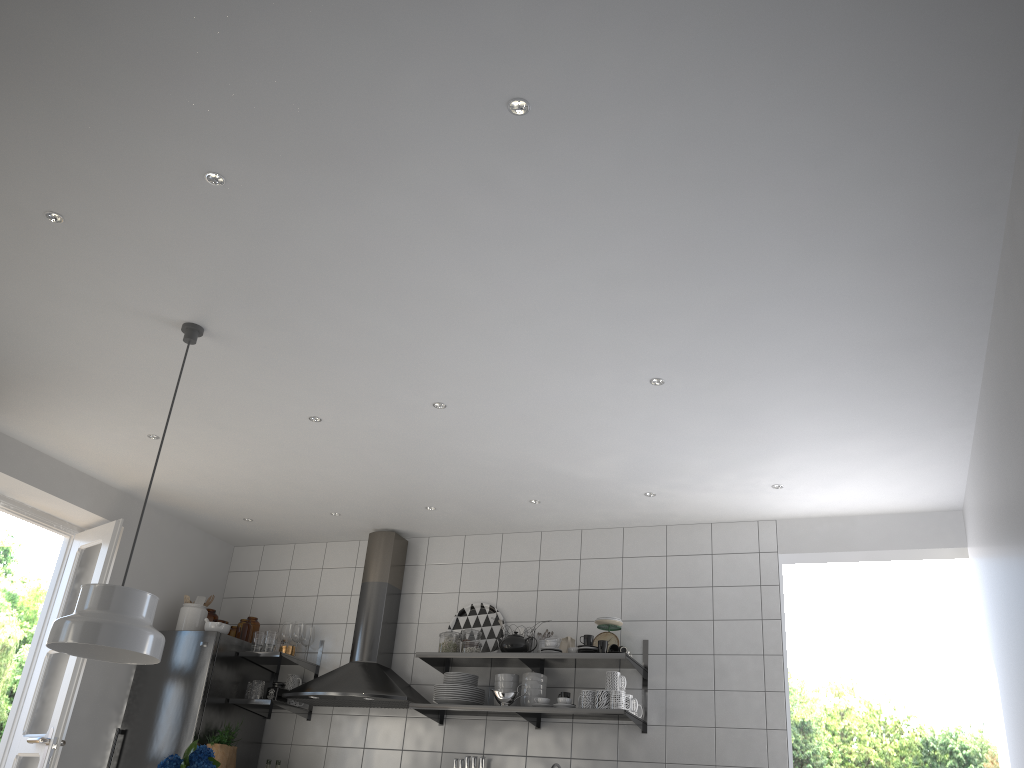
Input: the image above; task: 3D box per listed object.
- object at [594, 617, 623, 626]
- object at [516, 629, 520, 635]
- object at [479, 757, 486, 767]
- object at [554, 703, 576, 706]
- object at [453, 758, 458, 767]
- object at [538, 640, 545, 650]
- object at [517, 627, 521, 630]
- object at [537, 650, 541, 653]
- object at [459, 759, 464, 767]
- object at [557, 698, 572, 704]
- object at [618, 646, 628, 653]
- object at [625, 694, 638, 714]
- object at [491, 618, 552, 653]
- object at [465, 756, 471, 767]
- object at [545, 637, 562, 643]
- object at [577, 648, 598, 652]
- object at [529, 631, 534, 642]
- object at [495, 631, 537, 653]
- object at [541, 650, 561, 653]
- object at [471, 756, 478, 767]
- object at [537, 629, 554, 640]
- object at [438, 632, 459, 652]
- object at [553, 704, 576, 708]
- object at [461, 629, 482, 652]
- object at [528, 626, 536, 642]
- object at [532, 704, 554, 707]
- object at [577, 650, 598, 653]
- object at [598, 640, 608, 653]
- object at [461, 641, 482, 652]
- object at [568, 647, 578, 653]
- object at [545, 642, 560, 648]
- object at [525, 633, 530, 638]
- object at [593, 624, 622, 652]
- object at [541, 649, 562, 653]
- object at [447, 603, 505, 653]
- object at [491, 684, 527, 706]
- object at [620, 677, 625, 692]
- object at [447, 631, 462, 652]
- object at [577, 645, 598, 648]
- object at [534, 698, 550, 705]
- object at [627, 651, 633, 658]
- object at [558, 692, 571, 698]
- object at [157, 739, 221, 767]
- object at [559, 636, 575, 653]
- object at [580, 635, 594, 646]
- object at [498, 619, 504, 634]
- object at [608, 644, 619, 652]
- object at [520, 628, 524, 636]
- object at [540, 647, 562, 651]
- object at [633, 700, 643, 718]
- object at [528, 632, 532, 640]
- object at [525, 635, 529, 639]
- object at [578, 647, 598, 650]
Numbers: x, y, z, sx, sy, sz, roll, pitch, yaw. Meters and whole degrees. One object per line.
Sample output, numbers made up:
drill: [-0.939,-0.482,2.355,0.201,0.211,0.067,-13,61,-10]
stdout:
object: [0.556,1.375,5.097,0.163,0.046,0.166,13,-28,-15]
object: [0.030,1.566,5.304,0.028,0.217,0.102,7,-26,-4]
object: [-0.167,2.205,5.076,0.046,0.130,0.022,-8,-29,25]
object: [0.293,1.786,4.910,0.121,0.023,0.123,3,-27,4]
object: [-0.328,2.231,5.136,0.028,0.112,0.019,-4,-27,17]
object: [0.192,1.566,5.173,0.084,0.128,0.085,4,-26,2]
object: [0.031,1.570,5.325,0.029,0.229,0.064,0,-26,11]
object: [0.181,1.543,5.042,0.079,0.047,0.083,6,-27,-1]
object: [-0.296,2.228,5.124,0.028,0.112,0.019,-4,-27,17]
object: [0.282,1.714,4.757,0.080,0.047,0.083,-13,-32,32]
object: [0.596,1.451,4.834,0.069,0.058,0.084,4,-27,2]
object: [0.622,1.722,4.753,0.108,0.098,0.084,1,-27,9]
object: [0.044,1.519,5.268,0.378,0.275,0.201,2,-26,6]
object: [-0.259,2.215,5.113,0.033,0.130,0.022,-8,-29,25]
object: [0.224,1.447,4.968,0.083,0.066,0.079,-15,-33,34]
object: [0.418,1.470,4.852,0.121,0.020,0.123,-9,-30,25]
object: [0.092,1.552,5.233,0.062,0.187,0.024,3,-26,5]
object: [0.022,1.487,5.061,0.178,0.140,0.202,17,-29,-22]
object: [0.220,1.508,4.939,0.121,0.020,0.123,-9,-30,25]
object: [-0.219,2.211,5.097,0.033,0.130,0.022,-8,-29,25]
object: [0.193,1.535,5.203,0.105,0.200,0.078,-5,-28,20]
object: [-0.376,1.538,5.215,0.121,0.128,0.123,1,-27,9]
object: [0.281,1.733,4.749,0.121,0.020,0.123,-9,-30,25]
object: [-0.246,1.556,5.272,0.122,0.168,0.122,-18,-34,38]
object: [0.091,1.546,5.262,0.085,0.223,0.028,2,-26,6]
object: [0.166,1.758,4.818,0.121,0.020,0.123,-5,-29,19]
object: [0.417,1.478,4.847,0.121,0.020,0.123,4,-27,1]
object: [0.495,1.431,4.803,0.055,0.076,0.071,11,-27,-12]
object: [-0.235,1.539,5.140,0.121,0.078,0.123,1,-27,9]
object: [0.350,1.505,4.956,0.080,0.047,0.083,-13,-32,32]
object: [0.221,1.472,4.956,0.079,0.049,0.083,6,-27,-3]
object: [0.069,1.561,5.248,0.023,0.184,0.082,-11,-30,29]
object: [0.546,1.481,5.032,0.159,0.205,0.188,-6,-29,21]
object: [0.221,1.500,4.943,0.121,0.020,0.123,-9,-30,25]
object: [-0.223,1.547,5.489,0.395,0.387,0.053,-6,-28,22]
object: [-0.022,1.737,4.929,0.210,0.133,0.103,2,-27,6]
object: [0.577,1.656,4.849,0.083,0.098,0.110,8,-27,-6]
object: [-0.368,1.596,5.370,0.122,0.168,0.122,-18,-34,38]
object: [0.418,1.454,4.861,0.121,0.023,0.122,17,-30,-23]
object: [0.167,1.739,4.825,0.079,0.047,0.084,-3,-28,15]
object: [0.646,1.521,4.941,0.066,0.066,0.053,-6,-29,22]
object: [0.294,1.758,4.931,0.055,0.077,0.071,12,-27,-14]
object: [-1.231,1.545,3.358,0.266,0.371,0.239,-7,-29,23]
object: [0.323,1.536,5.115,0.116,0.149,0.128,25,-33,-35]
object: [0.415,1.424,4.879,0.071,0.077,0.056,-19,-35,39]
object: [-0.043,1.518,5.251,0.113,0.246,0.021,-9,-29,26]
object: [0.558,1.455,4.834,0.069,0.057,0.081,6,-27,-3]
object: [0.059,1.566,5.307,0.025,0.224,0.087,8,-26,-6]
object: [0.218,1.491,4.948,0.121,0.024,0.123,-4,-29,17]
object: [0.666,1.802,4.901,0.108,0.098,0.084,-1,-27,12]
object: [0.073,1.547,5.216,0.090,0.178,0.024,7,-26,-3]
object: [0.054,1.566,5.265,0.029,0.184,0.155,-13,-32,33]
object: [0.420,1.462,4.855,0.122,0.022,0.122,23,-32,-30]
